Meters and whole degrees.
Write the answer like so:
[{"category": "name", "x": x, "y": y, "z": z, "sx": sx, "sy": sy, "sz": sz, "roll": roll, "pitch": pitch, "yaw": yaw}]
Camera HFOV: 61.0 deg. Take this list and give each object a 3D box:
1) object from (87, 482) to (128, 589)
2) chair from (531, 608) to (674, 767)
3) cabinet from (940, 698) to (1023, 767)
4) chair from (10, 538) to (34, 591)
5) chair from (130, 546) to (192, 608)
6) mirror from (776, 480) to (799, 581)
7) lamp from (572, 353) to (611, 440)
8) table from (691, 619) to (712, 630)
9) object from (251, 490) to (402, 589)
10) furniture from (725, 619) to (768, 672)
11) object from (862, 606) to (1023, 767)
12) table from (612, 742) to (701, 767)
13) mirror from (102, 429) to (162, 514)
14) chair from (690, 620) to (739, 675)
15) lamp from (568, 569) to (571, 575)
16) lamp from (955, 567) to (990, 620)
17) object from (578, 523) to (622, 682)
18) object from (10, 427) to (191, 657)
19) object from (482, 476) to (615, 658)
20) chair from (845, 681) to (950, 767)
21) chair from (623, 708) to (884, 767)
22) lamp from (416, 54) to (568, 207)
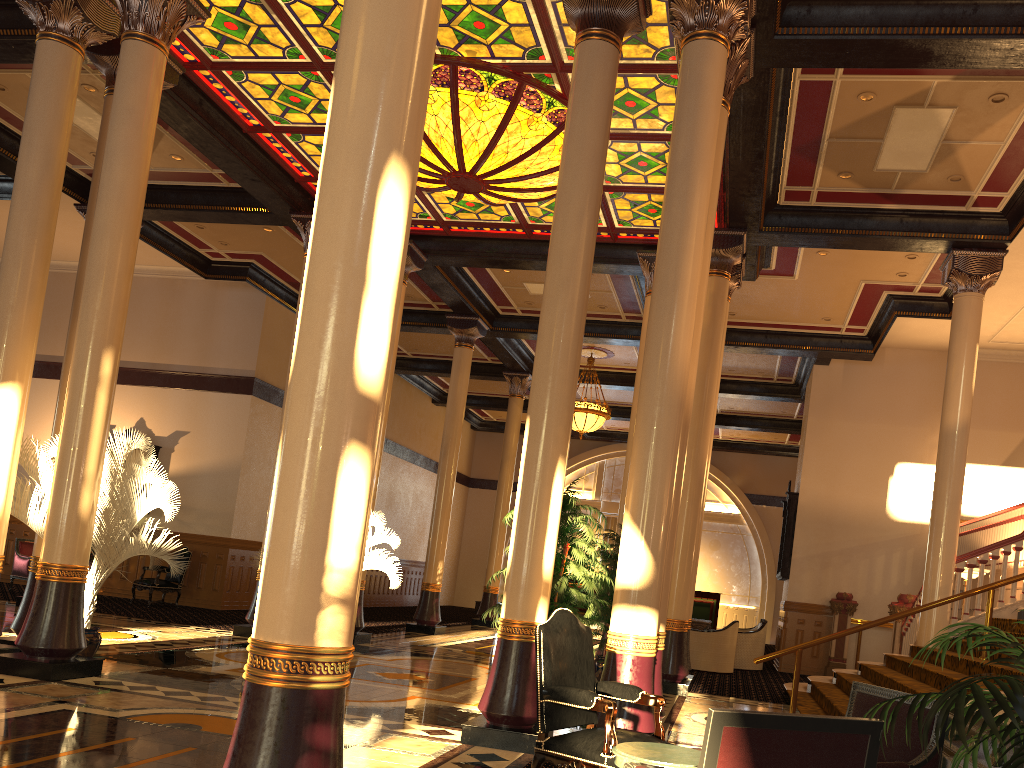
[{"category": "object", "x": -7.457, "y": 2.758, "z": 15.620, "sx": 1.127, "sy": 2.133, "sz": 1.001, "roll": 9, "pitch": -5, "yaw": -28}, {"category": "chair", "x": 0.491, "y": 1.807, "z": 4.742, "sx": 0.716, "sy": 1.089, "sz": 0.776, "roll": 4, "pitch": -7, "yaw": 28}, {"category": "cabinet", "x": 2.391, "y": 1.992, "z": 4.066, "sx": 0.538, "sy": 0.856, "sz": 1.303, "roll": 5, "pitch": -9, "yaw": 15}, {"category": "chair", "x": -8.174, "y": 3.180, "z": 15.083, "sx": 0.618, "sy": 0.912, "sz": 0.721, "roll": 3, "pitch": -7, "yaw": 33}, {"category": "chair", "x": -6.184, "y": 3.368, "z": 15.325, "sx": 0.707, "sy": 1.089, "sz": 0.786, "roll": 2, "pitch": -7, "yaw": 38}, {"category": "mirror", "x": 5.490, "y": 2.921, "z": 17.414, "sx": 0.250, "sy": 1.969, "sz": 1.840, "roll": 6, "pitch": -7, "yaw": 15}, {"category": "lamp", "x": 1.602, "y": 0.281, "z": 18.739, "sx": 1.176, "sy": 1.890, "sz": 1.219, "roll": 6, "pitch": -6, "yaw": 8}, {"category": "table", "x": 3.153, "y": 4.799, "z": 16.363, "sx": 1.084, "sy": 0.765, "sz": 1.695, "roll": 4, "pitch": -11, "yaw": 14}, {"category": "object", "x": -2.376, "y": 2.539, "z": 12.280, "sx": 1.780, "sy": 2.253, "sz": 2.152, "roll": 5, "pitch": -8, "yaw": 16}, {"category": "furniture", "x": 4.438, "y": 4.955, "z": 16.705, "sx": 0.791, "sy": 0.934, "sz": 2.248, "roll": 5, "pitch": -11, "yaw": 15}, {"category": "object", "x": 1.739, "y": 1.355, "z": 2.808, "sx": 1.084, "sy": 1.424, "sz": 1.046, "roll": 1, "pitch": -8, "yaw": 42}, {"category": "table", "x": 0.642, "y": 1.892, "z": 3.801, "sx": 0.506, "sy": 0.551, "sz": 0.462, "roll": 12, "pitch": -9, "yaw": -36}, {"category": "mirror", "x": -7.335, "y": 1.617, "z": 16.365, "sx": 1.360, "sy": 1.541, "sz": 0.205, "roll": 5, "pitch": -3, "yaw": 11}, {"category": "chair", "x": 3.431, "y": 4.441, "z": 14.808, "sx": 0.740, "sy": 0.905, "sz": 1.007, "roll": 2, "pitch": -9, "yaw": 33}, {"category": "lamp", "x": 1.734, "y": 5.519, "z": 25.952, "sx": 0.444, "sy": 0.440, "sz": 0.408, "roll": 11, "pitch": -9, "yaw": -32}, {"category": "lamp", "x": 5.897, "y": 3.429, "z": 11.440, "sx": 0.587, "sy": 1.995, "sz": 0.579, "roll": 7, "pitch": -4, "yaw": -5}, {"category": "object", "x": 1.335, "y": 2.805, "z": 11.282, "sx": 1.034, "sy": 2.133, "sz": 1.093, "roll": 7, "pitch": -5, "yaw": 2}, {"category": "object", "x": -3.761, "y": 1.500, "z": 8.218, "sx": 2.052, "sy": 2.239, "sz": 1.839, "roll": 7, "pitch": -7, "yaw": 1}, {"category": "object", "x": 0.339, "y": 1.799, "z": 7.222, "sx": 1.127, "sy": 2.133, "sz": 1.001, "roll": 9, "pitch": -5, "yaw": -28}, {"category": "chair", "x": 1.453, "y": 1.830, "z": 3.936, "sx": 0.663, "sy": 0.912, "sz": 0.673, "roll": 9, "pitch": -7, "yaw": -17}, {"category": "chair", "x": 0.766, "y": 1.549, "z": 3.009, "sx": 0.704, "sy": 0.912, "sz": 0.633, "roll": 9, "pitch": -6, "yaw": -17}, {"category": "lamp", "x": -0.497, "y": -2.552, "z": 9.866, "sx": 2.944, "sy": 0.597, "sz": 3.103, "roll": 4, "pitch": -12, "yaw": 11}]
